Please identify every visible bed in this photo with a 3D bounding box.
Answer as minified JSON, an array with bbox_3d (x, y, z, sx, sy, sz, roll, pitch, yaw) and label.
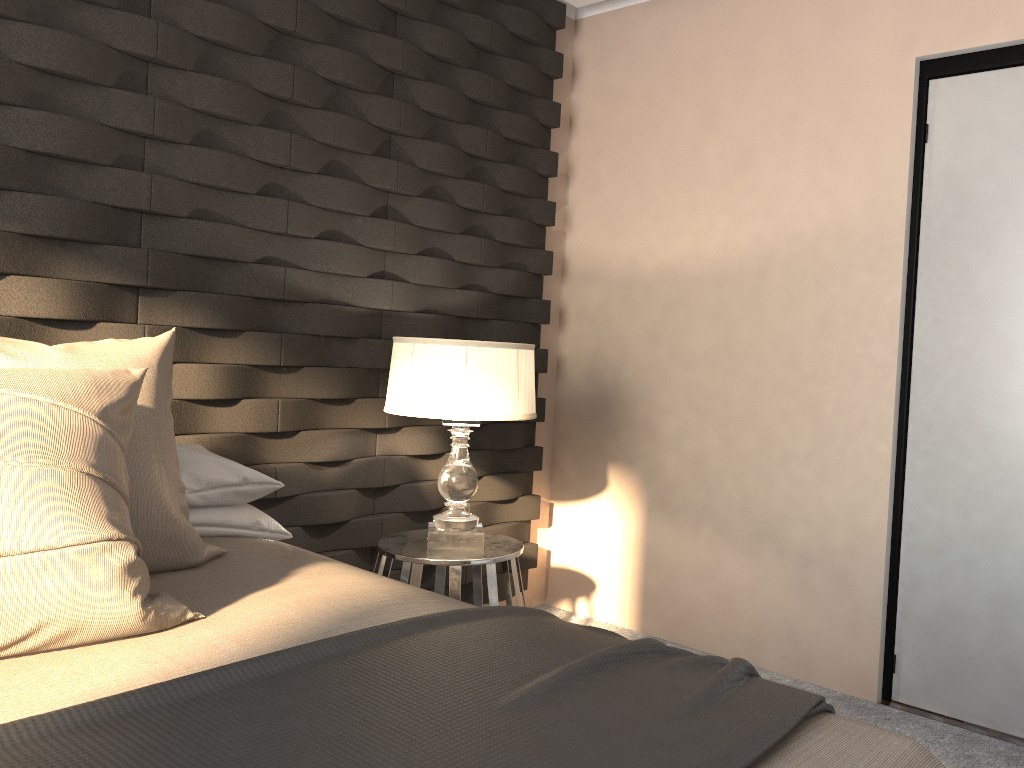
[{"bbox_3d":[-0.657,0.691,1.077,2.173,0.624,2.414,5,3,41],"label":"bed"}]

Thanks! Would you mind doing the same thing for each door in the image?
[{"bbox_3d":[1.649,0.027,2.592,0.947,2.092,0.162,4,2,41],"label":"door"}]

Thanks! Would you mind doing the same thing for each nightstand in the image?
[{"bbox_3d":[-0.207,0.730,2.737,0.635,0.472,0.607,3,2,-11],"label":"nightstand"}]

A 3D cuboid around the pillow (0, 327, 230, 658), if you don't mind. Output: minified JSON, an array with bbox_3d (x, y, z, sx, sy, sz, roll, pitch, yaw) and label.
[{"bbox_3d":[-0.939,0.110,1.273,0.852,0.518,1.325,5,3,43],"label":"pillow"}]

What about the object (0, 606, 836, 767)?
[{"bbox_3d":[-0.321,0.541,0.794,0.587,0.322,2.161,5,3,41],"label":"object"}]

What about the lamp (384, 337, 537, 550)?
[{"bbox_3d":[-0.161,0.181,2.722,0.464,0.630,0.467,3,2,3],"label":"lamp"}]
